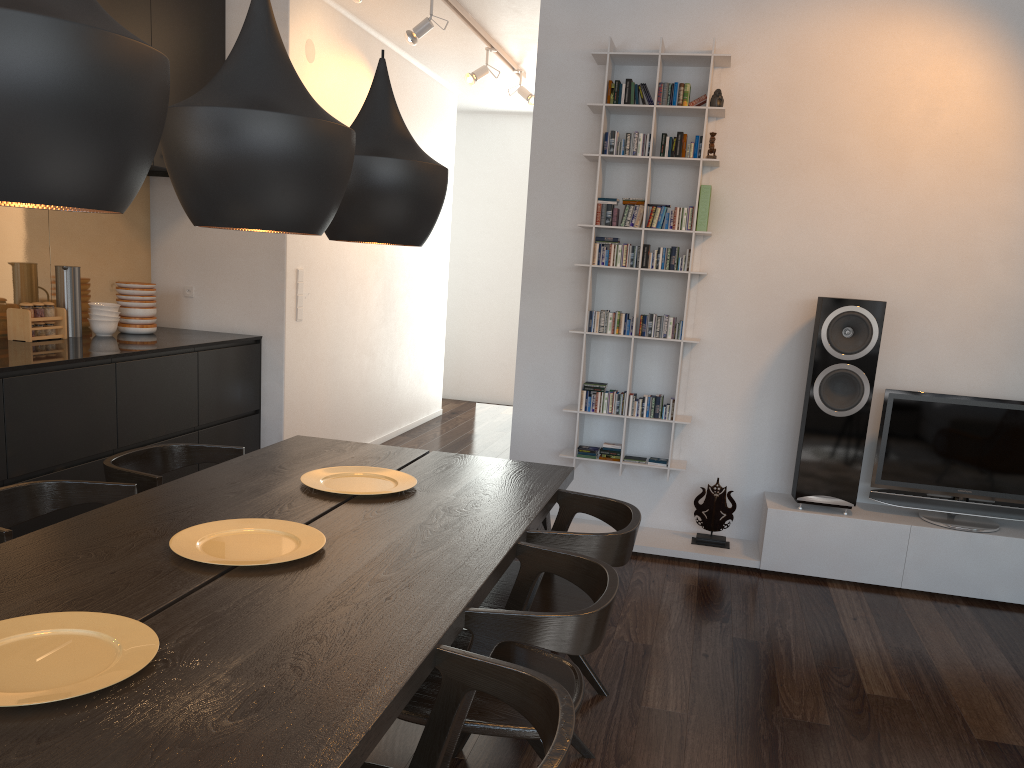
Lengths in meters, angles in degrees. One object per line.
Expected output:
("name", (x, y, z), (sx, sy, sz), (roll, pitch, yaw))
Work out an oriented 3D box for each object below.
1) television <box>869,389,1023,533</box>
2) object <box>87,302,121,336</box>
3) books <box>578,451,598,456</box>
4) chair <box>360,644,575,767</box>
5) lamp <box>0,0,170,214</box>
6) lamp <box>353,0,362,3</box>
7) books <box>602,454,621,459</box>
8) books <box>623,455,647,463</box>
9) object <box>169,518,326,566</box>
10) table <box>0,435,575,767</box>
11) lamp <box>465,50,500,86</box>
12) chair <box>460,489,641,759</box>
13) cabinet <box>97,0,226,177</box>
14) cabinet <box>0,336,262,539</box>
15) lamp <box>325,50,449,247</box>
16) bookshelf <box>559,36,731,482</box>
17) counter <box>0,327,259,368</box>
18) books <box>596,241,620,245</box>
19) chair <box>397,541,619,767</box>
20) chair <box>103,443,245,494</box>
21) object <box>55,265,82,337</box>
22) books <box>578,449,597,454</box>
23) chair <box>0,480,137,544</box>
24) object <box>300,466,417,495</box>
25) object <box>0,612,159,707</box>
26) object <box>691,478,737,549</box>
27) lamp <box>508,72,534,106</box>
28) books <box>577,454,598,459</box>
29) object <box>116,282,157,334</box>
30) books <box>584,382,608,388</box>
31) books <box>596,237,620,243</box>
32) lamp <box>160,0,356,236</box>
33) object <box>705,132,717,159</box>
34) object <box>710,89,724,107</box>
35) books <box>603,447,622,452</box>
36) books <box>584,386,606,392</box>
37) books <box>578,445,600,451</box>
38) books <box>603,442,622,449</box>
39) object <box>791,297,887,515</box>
("television", (2.142, 0.358, 4.134), (0.784, 0.609, 0.342), (9, 12, 30))
("object", (-2.074, -0.329, 4.499), (0.153, 0.162, 0.157), (12, 13, 40))
("books", (0.390, 0.352, 4.535), (0.092, 0.014, 0.069), (6, 8, 12))
("chair", (-0.183, 0.853, 1.482), (0.519, 0.680, 0.586), (6, 10, 11))
("lamp", (-0.703, -0.531, 1.248), (0.409, 0.548, 0.407), (-6, 14, -43))
("lamp", (-0.623, -1.869, 4.059), (0.251, 0.243, 0.084), (2, 11, -11))
("books", (0.509, 0.364, 4.509), (0.092, 0.014, 0.069), (6, 8, 12))
("books", (0.631, 0.386, 4.520), (0.111, 0.012, 0.092), (6, 8, 12))
("object", (-0.624, 0.378, 2.101), (0.356, 0.017, 0.351), (3, 8, -7))
("table", (-0.607, 0.726, 2.180), (1.104, 0.688, 2.473), (6, 8, 12))
("lamp", (-0.195, -2.074, 5.821), (0.250, 0.243, 0.084), (-3, 13, -35))
("chair", (0.104, 0.707, 2.722), (0.519, 0.680, 0.586), (6, 10, 11))
("cabinet", (-1.995, -1.562, 3.907), (0.531, 1.064, 1.934), (6, 9, 12))
("cabinet", (-2.374, 0.422, 2.777), (0.731, 0.911, 5.008), (6, 8, 13))
("lamp", (-0.388, -0.687, 2.584), (0.410, 0.548, 0.406), (-2, 12, -30))
("bookshelf", (0.642, -0.575, 4.372), (0.638, 2.104, 0.224), (6, 12, 12))
("counter", (-2.344, -0.023, 2.685), (0.730, 0.002, 5.006), (6, 8, 13))
("books", (0.474, -0.693, 4.357), (0.111, 0.012, 0.092), (6, 8, 12))
("chair", (-0.034, 0.776, 2.136), (0.519, 0.680, 0.586), (6, 10, 13))
("chair", (-1.087, 0.585, 3.023), (0.519, 0.680, 0.586), (6, 10, 12))
("object", (-2.160, -0.404, 4.333), (0.114, 0.344, 0.162), (7, 11, 15))
("books", (0.389, 0.339, 4.531), (0.092, 0.015, 0.069), (6, 8, 12))
("chair", (-1.224, 0.653, 2.441), (0.519, 0.680, 0.586), (6, 10, 11))
("object", (-0.473, 0.303, 2.740), (0.355, 0.017, 0.352), (6, 8, 16))
("object", (-0.775, 0.453, 1.463), (0.355, 0.017, 0.352), (6, 8, 16))
("object", (1.025, 0.641, 4.480), (0.212, 0.355, 0.120), (6, 11, 12))
("lamp", (0.074, -2.130, 6.378), (0.249, 0.243, 0.084), (8, 12, 23))
("books", (0.388, 0.366, 4.537), (0.098, 0.015, 0.073), (6, 8, 12))
("object", (-1.997, -0.404, 4.703), (0.198, 0.268, 0.195), (2, 10, -13))
("books", (0.427, 0.004, 4.495), (0.111, 0.012, 0.092), (6, 8, 12))
("books", (0.474, -0.710, 4.358), (0.111, 0.023, 0.095), (6, 8, 12))
("lamp", (-0.546, -0.609, 1.916), (0.411, 0.548, 0.405), (2, 10, -11))
("object", (0.950, -1.126, 4.197), (0.045, 0.142, 0.063), (5, 11, 4))
("object", (0.964, -1.334, 4.158), (0.064, 0.102, 0.059), (2, 11, -11))
("books", (0.512, 0.327, 4.502), (0.092, 0.014, 0.069), (6, 8, 12))
("books", (0.421, 0.023, 4.483), (0.107, 0.023, 0.068), (6, 8, 12))
("books", (0.395, 0.329, 4.530), (0.107, 0.009, 0.068), (6, 8, 12))
("books", (0.513, 0.313, 4.500), (0.092, 0.014, 0.069), (6, 8, 12))
("object", (1.539, 0.101, 4.214), (0.294, 1.017, 0.277), (6, 12, 12))
